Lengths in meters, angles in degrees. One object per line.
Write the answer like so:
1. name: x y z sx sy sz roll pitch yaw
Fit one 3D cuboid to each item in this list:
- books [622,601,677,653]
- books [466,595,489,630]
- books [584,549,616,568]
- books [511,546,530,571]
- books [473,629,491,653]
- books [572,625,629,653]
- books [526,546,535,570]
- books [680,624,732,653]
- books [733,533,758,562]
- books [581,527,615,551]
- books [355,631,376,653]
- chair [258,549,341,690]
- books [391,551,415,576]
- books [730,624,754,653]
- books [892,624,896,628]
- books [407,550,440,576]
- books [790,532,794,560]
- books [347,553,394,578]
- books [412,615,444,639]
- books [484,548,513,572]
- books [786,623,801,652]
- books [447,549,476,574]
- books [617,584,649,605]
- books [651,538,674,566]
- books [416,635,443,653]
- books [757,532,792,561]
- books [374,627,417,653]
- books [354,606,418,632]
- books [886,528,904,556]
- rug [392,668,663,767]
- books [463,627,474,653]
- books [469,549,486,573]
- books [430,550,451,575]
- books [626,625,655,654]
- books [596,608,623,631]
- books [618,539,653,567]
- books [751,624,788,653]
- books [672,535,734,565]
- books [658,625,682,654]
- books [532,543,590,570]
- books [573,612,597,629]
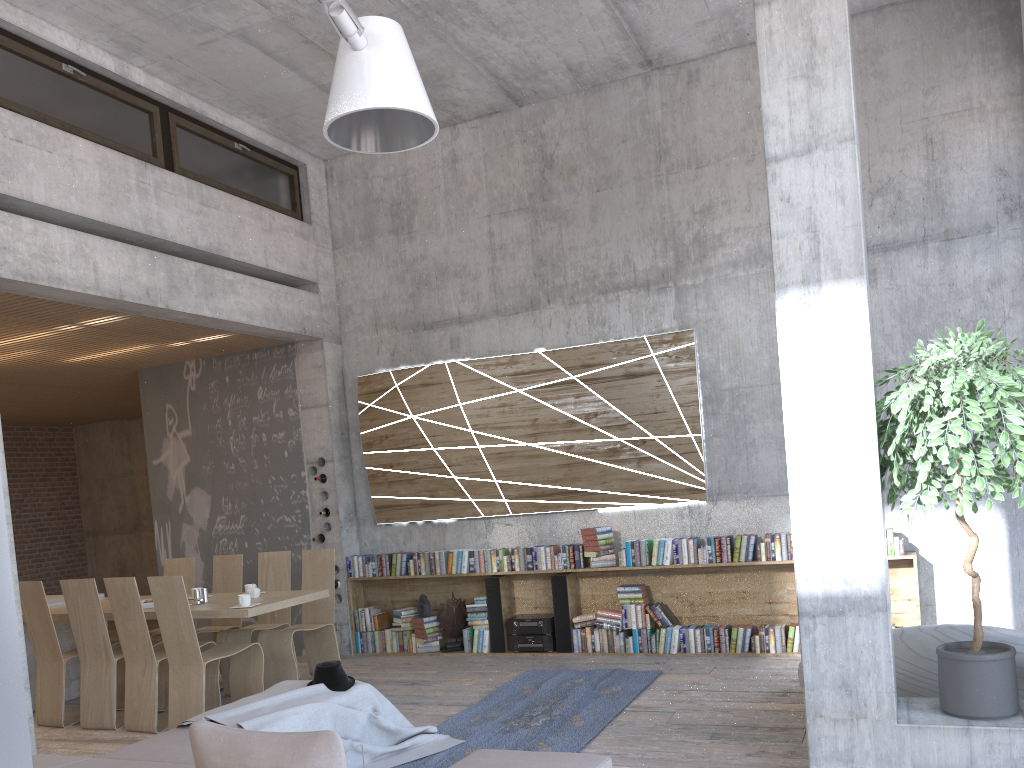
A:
1. books: 1.239 2.181 7.859 0.454 0.449 0.213 -6 0 24
2. books: -0.299 2.228 8.559 0.253 0.323 0.217 -5 -1 26
3. books: 0.807 1.583 7.962 0.283 0.150 0.223 -3 -4 -19
4. books: 0.102 1.661 8.341 0.156 0.221 0.204 -5 -2 23
5. books: -0.270 2.489 8.537 0.200 0.228 0.189 -6 -1 24
6. books: 0.823 2.339 8.074 0.497 0.238 0.241 -7 -3 24
7. books: 0.195 1.647 8.292 0.055 0.221 0.189 -4 -1 23
8. books: 1.698 2.231 7.670 0.419 0.220 0.204 -7 -2 24
9. books: 1.992 1.398 7.487 0.200 0.228 0.189 -6 -1 24
10. books: 0.779 1.406 7.954 0.244 0.210 0.191 -2 -3 -45
11. books: -1.506 2.659 9.079 0.275 0.221 0.204 -6 -2 24
12. chair: -1.832 2.059 7.580 0.350 1.196 0.718 -4 0 23
13. books: -1.104 1.816 8.861 0.200 0.228 0.189 -6 -1 24
14. books: 1.979 2.193 7.554 0.200 0.228 0.189 -6 -1 24
15. books: 3.017 2.048 7.056 0.278 0.221 0.170 -6 -1 25
16. books: -0.882 1.786 8.753 0.280 0.221 0.209 -6 -2 22
17. books: 2.401 1.338 7.268 0.157 0.221 0.189 -5 -1 24
18. books: -1.433 1.861 8.994 0.492 0.220 0.214 -7 -3 24
19. books: -0.837 2.416 8.733 0.244 0.210 0.191 -2 -3 -45
20. books: -0.115 1.686 8.386 0.278 0.221 0.170 -6 -1 25
21. books: 2.417 2.136 7.394 0.200 0.228 0.189 -6 -1 24
22. books: -0.496 1.729 8.554 0.250 0.229 0.189 -6 -2 24
23. books: 1.091 1.900 7.917 0.240 0.161 0.189 -7 -3 24
24. books: 1.338 1.478 7.738 0.200 0.228 0.189 -6 -1 24
25. books: -0.829 2.593 8.750 0.260 0.151 0.250 -3 -4 -21
26. books: 2.213 1.368 7.379 0.280 0.221 0.209 -6 -2 22
27. books: -1.145 2.604 8.950 0.497 0.238 0.241 -7 -3 24
28. books: -1.261 2.406 8.979 0.721 0.262 0.299 -8 -4 28
29. books: 2.980 1.268 7.012 0.278 0.221 0.170 -6 -1 25
30. rug: 0.107 2.297 6.007 1.168 0.049 2.915 -8 -7 23
31. books: -0.405 2.509 8.614 0.075 0.221 0.204 -4 -1 23
32. books: -0.314 1.712 8.472 0.157 0.221 0.153 -5 -1 24
33. books: -0.695 1.757 8.642 0.157 0.221 0.189 -5 -1 24
34. books: 1.156 2.297 7.892 0.228 0.221 0.214 -6 -2 24
35. books: 0.895 2.136 7.943 0.245 0.192 0.153 -6 -2 24
36. books: 1.110 1.510 7.850 0.280 0.221 0.209 -6 -2 22
37. books: 2.185 2.164 7.452 0.280 0.221 0.209 -6 -2 22
38. books: 1.662 1.442 7.619 0.492 0.220 0.214 -7 -3 24
39. books: 1.405 2.262 7.769 0.200 0.228 0.189 -6 -1 24
40. books: 0.451 1.609 8.157 0.492 0.220 0.214 -7 -3 24
41. books: 0.702 2.180 8.095 0.236 0.140 0.191 -7 -4 25
